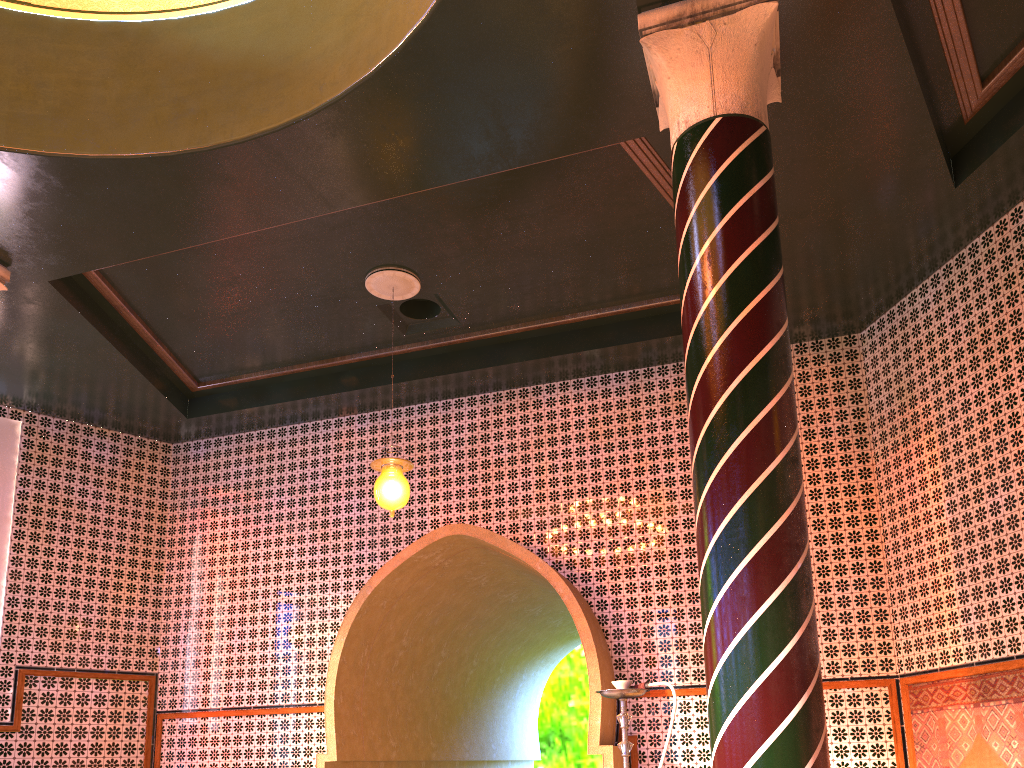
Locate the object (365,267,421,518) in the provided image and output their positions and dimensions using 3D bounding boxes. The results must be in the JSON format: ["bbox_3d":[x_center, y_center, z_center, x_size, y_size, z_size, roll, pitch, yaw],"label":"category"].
[{"bbox_3d":[-1.102,0.112,7.943,0.520,2.206,0.545,-3,-13,6],"label":"object"}]

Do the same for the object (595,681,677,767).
[{"bbox_3d":[0.702,2.223,4.649,0.469,1.193,0.310,-8,-15,25],"label":"object"}]
